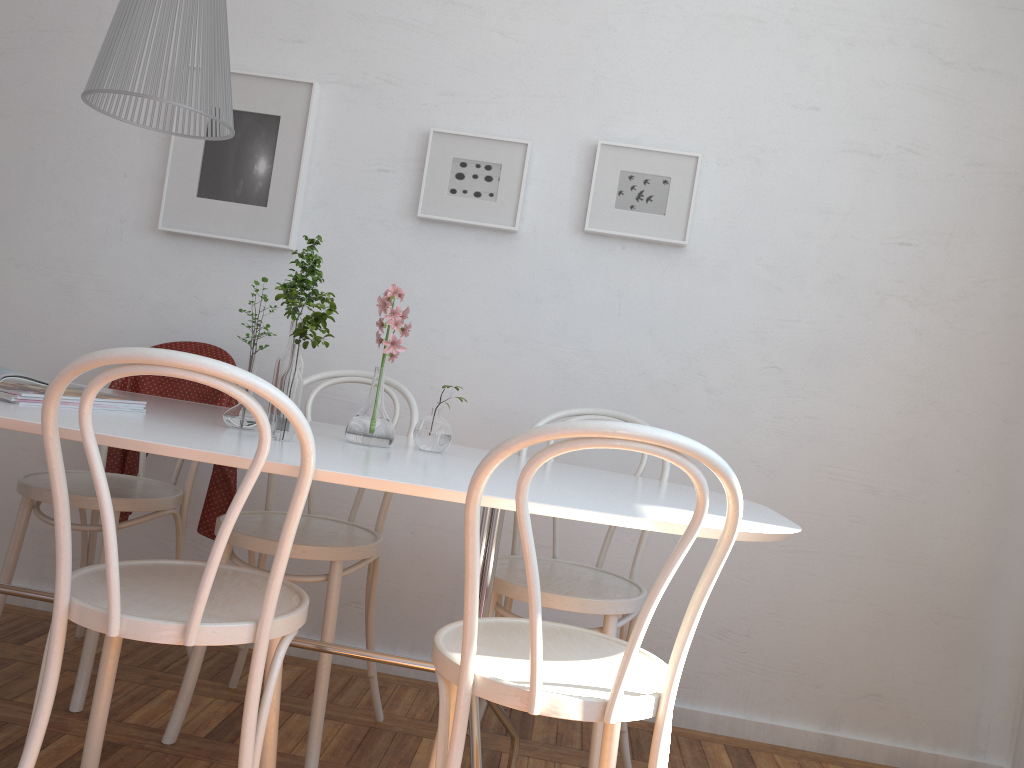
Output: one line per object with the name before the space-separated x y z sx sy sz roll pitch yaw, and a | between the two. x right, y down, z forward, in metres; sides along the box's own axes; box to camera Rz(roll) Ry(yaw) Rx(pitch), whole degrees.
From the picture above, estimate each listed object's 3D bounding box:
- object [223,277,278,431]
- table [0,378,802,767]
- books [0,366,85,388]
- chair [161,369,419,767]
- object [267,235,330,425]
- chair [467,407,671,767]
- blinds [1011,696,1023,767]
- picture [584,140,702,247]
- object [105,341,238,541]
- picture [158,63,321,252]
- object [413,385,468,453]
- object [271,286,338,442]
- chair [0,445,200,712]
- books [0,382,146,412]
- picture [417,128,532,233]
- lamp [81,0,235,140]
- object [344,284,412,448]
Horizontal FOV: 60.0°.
object | -0.521 -0.061 1.793 0.084 0.308 0.084 8 1 -41
table | -0.652 0.464 1.839 2.288 0.770 0.931 9 0 4
books | -1.152 -0.019 1.978 0.406 0.029 0.265 9 0 -36
chair | -0.506 0.412 2.248 0.447 0.918 0.520 9 1 5
object | -0.449 -0.106 1.853 0.111 0.419 0.107 9 1 -7
chair | 0.139 0.514 2.158 0.447 0.918 0.520 9 1 10
blinds | 1.558 -0.264 1.922 0.055 2.887 1.037 9 1 4
picture | 0.394 -0.575 2.680 0.311 0.273 0.047 9 1 4
object | -0.981 0.161 2.596 0.491 0.580 0.201 9 1 19
picture | -0.853 -0.709 2.775 0.431 0.524 0.050 9 1 4
object | -0.163 0.075 1.973 0.087 0.151 0.112 9 1 27
object | -0.397 -0.035 1.687 0.098 0.294 0.146 10 1 38
chair | -1.063 0.325 2.413 0.447 0.918 0.520 9 1 15
books | -0.902 0.024 1.756 0.204 0.022 0.278 9 0 31
picture | -0.114 -0.624 2.719 0.311 0.273 0.047 9 1 4
lamp | -0.601 -1.281 1.794 0.293 1.497 0.292 8 1 -41
object | -0.279 -0.044 1.890 0.108 0.349 0.111 9 1 -26
